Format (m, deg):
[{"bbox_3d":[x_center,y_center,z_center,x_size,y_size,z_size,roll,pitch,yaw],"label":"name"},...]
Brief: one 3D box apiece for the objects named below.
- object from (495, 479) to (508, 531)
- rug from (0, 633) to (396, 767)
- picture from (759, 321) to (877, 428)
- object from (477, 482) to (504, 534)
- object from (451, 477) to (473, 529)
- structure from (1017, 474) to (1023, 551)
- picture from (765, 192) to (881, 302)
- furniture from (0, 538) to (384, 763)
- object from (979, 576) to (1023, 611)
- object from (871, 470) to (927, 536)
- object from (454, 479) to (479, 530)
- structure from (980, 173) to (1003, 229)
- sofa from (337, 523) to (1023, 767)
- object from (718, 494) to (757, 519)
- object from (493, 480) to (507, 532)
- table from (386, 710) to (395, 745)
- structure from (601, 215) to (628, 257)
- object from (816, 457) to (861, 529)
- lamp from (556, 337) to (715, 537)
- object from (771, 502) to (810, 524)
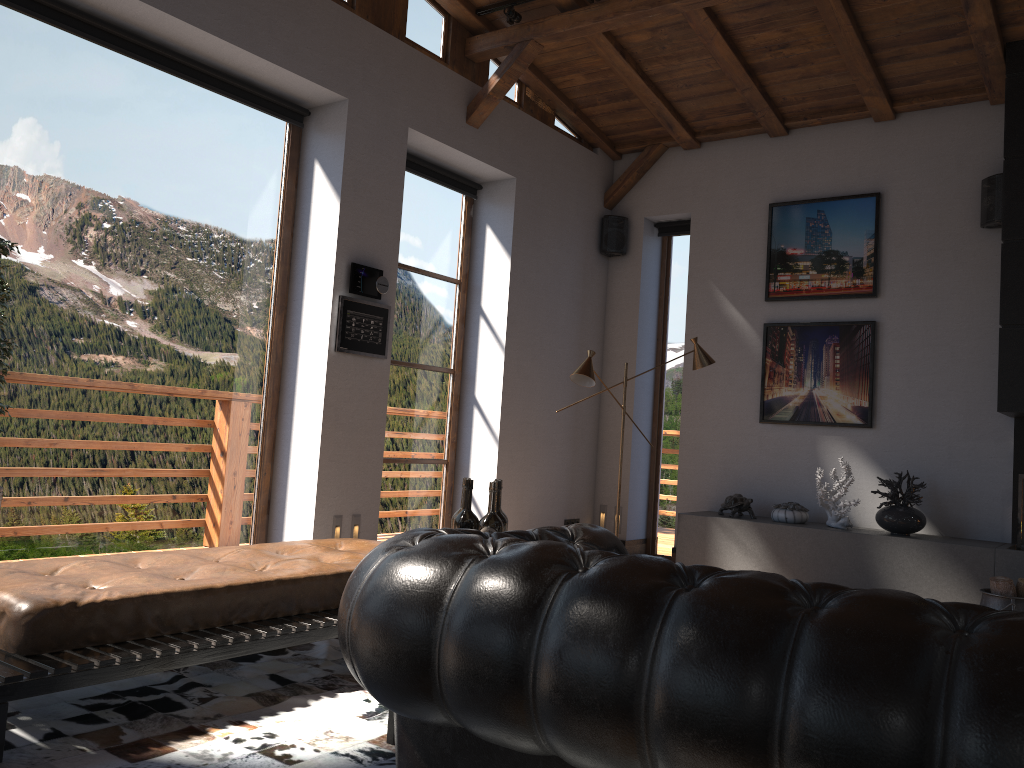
[{"bbox_3d":[-0.055,0.478,3.116,0.088,0.286,0.086,8,-6,-44],"label":"object"},{"bbox_3d":[-0.257,1.185,3.044,3.765,0.053,2.457,1,-4,36],"label":"rug"},{"bbox_3d":[2.383,-0.080,6.948,0.869,0.817,0.036,1,-5,36],"label":"picture"},{"bbox_3d":[-0.071,0.465,2.919,0.087,0.286,0.088,3,-4,13],"label":"object"},{"bbox_3d":[-0.165,0.468,3.073,0.088,0.286,0.086,8,-6,-41],"label":"object"},{"bbox_3d":[3.654,0.848,5.446,0.971,0.515,0.185,1,-5,36],"label":"structure"},{"bbox_3d":[2.449,-1.071,7.022,0.869,0.817,0.036,1,-5,36],"label":"picture"},{"bbox_3d":[-1.167,0.988,3.966,1.162,0.437,2.788,1,-4,36],"label":"furniture"},{"bbox_3d":[2.970,1.348,5.294,0.387,0.432,0.380,6,-4,-28],"label":"object"},{"bbox_3d":[2.738,0.830,6.242,0.337,0.455,0.338,6,-5,-29],"label":"object"},{"bbox_3d":[-0.151,0.464,2.982,0.088,0.286,0.087,5,-4,-14],"label":"object"},{"bbox_3d":[3.420,-1.288,6.258,0.211,0.350,0.216,1,-5,36],"label":"structure"},{"bbox_3d":[0.814,0.780,1.707,2.537,0.839,1.252,1,-4,35],"label":"sofa"},{"bbox_3d":[1.771,0.950,6.923,0.227,0.183,0.403,4,-4,-10],"label":"object"},{"bbox_3d":[-0.060,0.472,3.018,0.087,0.286,0.088,3,-4,14],"label":"object"},{"bbox_3d":[-0.119,0.912,2.999,0.401,0.610,0.422,1,-5,36],"label":"table"},{"bbox_3d":[0.927,-1.343,8.043,0.211,0.350,0.216,1,-5,36],"label":"structure"},{"bbox_3d":[2.351,0.790,6.442,0.259,0.533,0.427,3,-4,5],"label":"object"},{"bbox_3d":[0.845,0.542,6.540,1.336,1.901,0.521,6,-5,-33],"label":"lamp"},{"bbox_3d":[2.100,0.970,6.710,0.278,0.161,0.261,1,-5,38],"label":"object"}]
